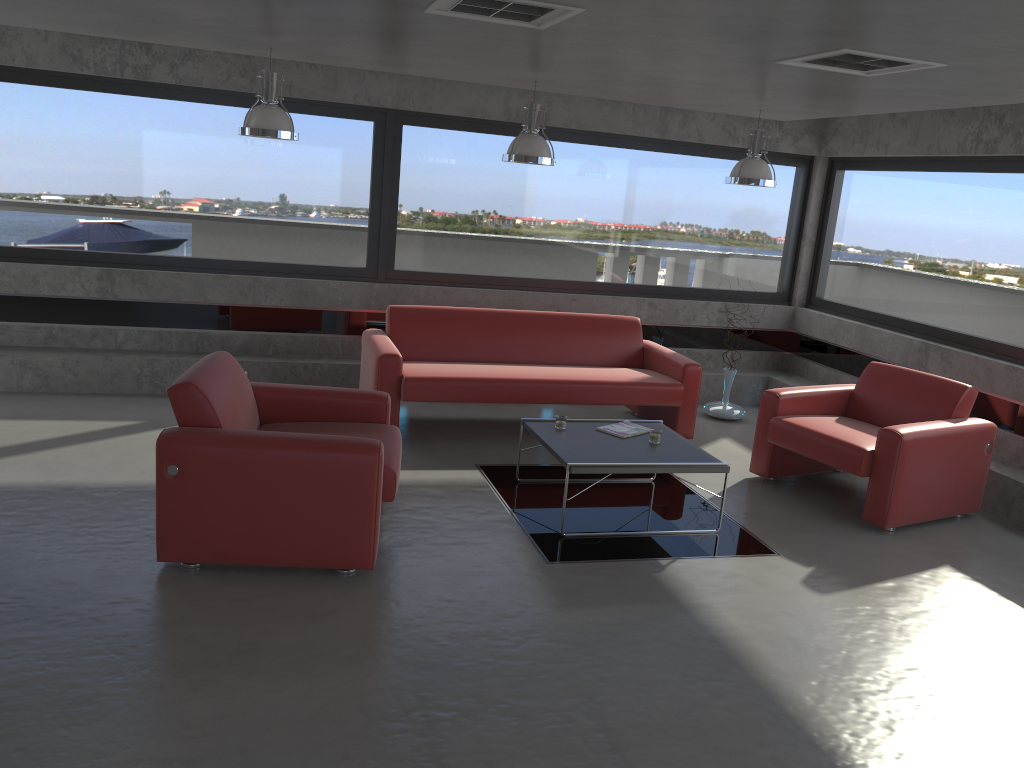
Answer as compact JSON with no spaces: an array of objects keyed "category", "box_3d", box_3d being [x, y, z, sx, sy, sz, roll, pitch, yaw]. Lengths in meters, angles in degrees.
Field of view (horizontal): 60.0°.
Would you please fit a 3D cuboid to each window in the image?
[{"category":"window","box_3d":[3.766,-0.973,6.754,0.003,1.364,4.583,1,13,-16]},{"category":"window","box_3d":[-0.899,-1.654,7.888,7.800,1.364,0.003,1,13,-16]}]

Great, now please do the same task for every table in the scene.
[{"category":"table","box_3d":[0.656,0.560,5.580,1.018,0.436,0.994,1,13,-16]}]

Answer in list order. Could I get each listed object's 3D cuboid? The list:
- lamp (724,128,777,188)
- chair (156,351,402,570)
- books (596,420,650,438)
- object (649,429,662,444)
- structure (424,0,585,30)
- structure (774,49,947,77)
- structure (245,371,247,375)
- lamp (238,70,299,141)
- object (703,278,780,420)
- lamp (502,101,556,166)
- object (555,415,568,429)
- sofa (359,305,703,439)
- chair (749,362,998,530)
[{"category":"lamp","box_3d":[1.862,-1.746,6.831,0.389,0.422,0.388,-1,14,-27]},{"category":"chair","box_3d":[-1.156,0.333,4.722,1.130,0.854,1.196,4,13,-7]},{"category":"books","box_3d":[0.741,0.295,5.804,0.228,0.022,0.326,17,17,42]},{"category":"object","box_3d":[0.904,0.329,5.592,0.079,0.077,0.079,3,13,-9]},{"category":"structure","box_3d":[-0.038,-1.703,3.753,0.563,0.240,0.563,1,13,-16]},{"category":"structure","box_3d":[1.677,-1.661,4.260,0.563,0.240,0.563,1,13,-16]},{"category":"structure","box_3d":[-2.271,-0.047,7.391,0.123,0.123,0.004,1,13,-16]},{"category":"lamp","box_3d":[-1.589,-1.831,5.810,0.388,0.422,0.389,1,13,-16]},{"category":"object","box_3d":[2.048,-0.329,8.130,0.466,1.289,0.531,4,13,-4]},{"category":"lamp","box_3d":[0.137,-1.789,6.320,0.388,0.422,0.389,1,13,-16]},{"category":"object","box_3d":[0.315,0.246,5.720,0.079,0.077,0.079,-3,15,-33]},{"category":"sofa","box_3d":[0.144,-0.106,7.197,2.626,0.854,1.120,1,13,-16]},{"category":"chair","box_3d":[2.463,0.342,6.145,1.130,0.854,1.196,-3,15,-31]}]
